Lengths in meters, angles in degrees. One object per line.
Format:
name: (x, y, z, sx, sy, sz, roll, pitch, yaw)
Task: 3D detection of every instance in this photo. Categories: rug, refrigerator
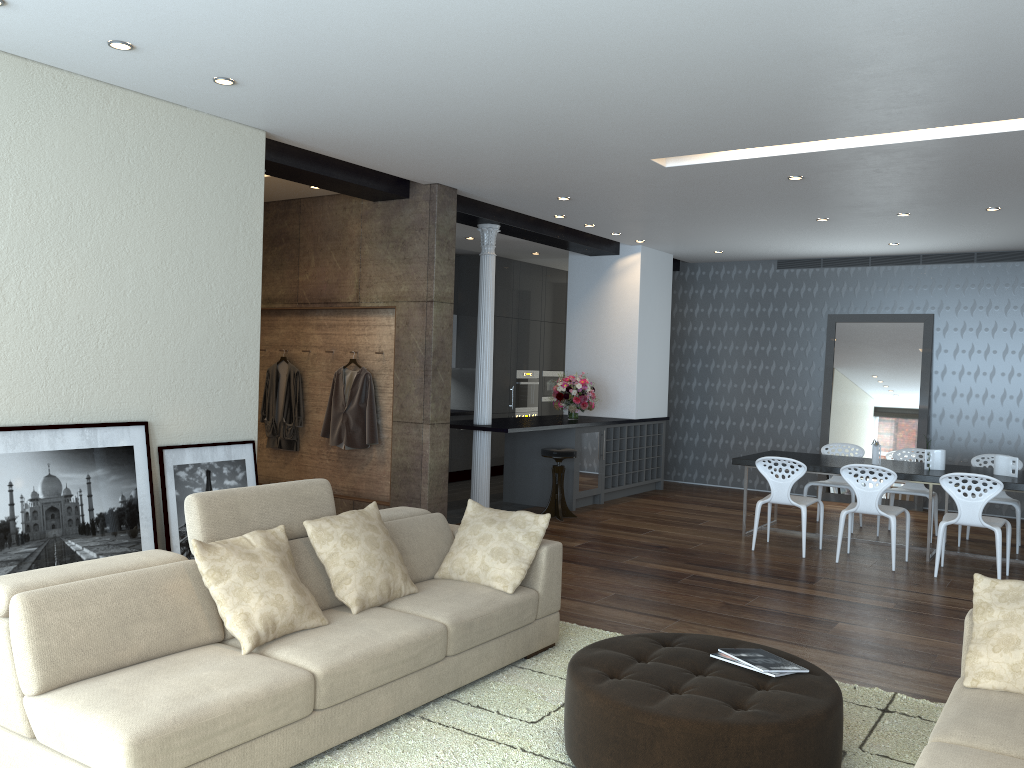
rug: (0.260, 1.473, 2.738, 2.972, 0.020, 4.231, 3, 1, 34)
refrigerator: (0.841, 0.845, 9.725, 0.075, 0.774, 0.578, 3, 2, 38)

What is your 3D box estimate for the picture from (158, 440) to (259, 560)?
picture: (-1.816, 0.862, 5.439, 0.195, 0.988, 0.700, 3, 1, 34)

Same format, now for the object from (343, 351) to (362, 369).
object: (-1.403, -0.179, 7.821, 0.430, 0.219, 0.010, 3, 1, 34)

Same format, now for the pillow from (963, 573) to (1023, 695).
pillow: (1.986, 0.944, 3.325, 0.518, 0.393, 0.395, 3, 1, 37)

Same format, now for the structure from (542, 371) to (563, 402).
structure: (0.400, 0.023, 13.437, 0.528, 0.452, 0.595, 3, 1, 34)

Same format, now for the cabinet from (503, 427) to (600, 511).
cabinet: (0.464, 0.887, 9.941, 0.900, 0.897, 0.642, 3, 1, 34)

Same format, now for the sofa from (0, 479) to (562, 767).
sofa: (-0.844, 0.945, 3.991, 1.021, 0.950, 2.581, 3, 1, 34)

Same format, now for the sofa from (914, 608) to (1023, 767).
sofa: (1.607, 1.060, 2.359, 1.021, 0.950, 2.581, 3, 1, 34)

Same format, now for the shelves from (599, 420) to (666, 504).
shelves: (1.112, 0.888, 10.916, 0.900, 0.897, 1.700, 3, 1, 34)

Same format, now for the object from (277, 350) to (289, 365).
object: (-2.147, -0.214, 8.330, 0.430, 0.219, 0.010, 3, 1, 34)

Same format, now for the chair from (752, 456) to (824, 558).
chair: (2.378, 1.028, 7.681, 0.495, 0.835, 0.581, 3, 1, 34)

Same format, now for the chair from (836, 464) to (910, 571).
chair: (2.959, 1.055, 7.288, 0.495, 0.835, 0.581, 3, 1, 34)

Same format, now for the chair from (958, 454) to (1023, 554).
chair: (4.459, 1.085, 8.223, 0.495, 0.835, 0.581, 3, 1, 34)

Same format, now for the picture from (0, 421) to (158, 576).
picture: (-2.368, 0.788, 4.580, 0.225, 1.140, 1.183, 3, 1, 34)

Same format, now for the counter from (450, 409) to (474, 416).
counter: (-1.743, 0.457, 10.477, 0.807, 0.223, 3.597, 3, 1, 34)

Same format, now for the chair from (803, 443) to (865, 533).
chair: (3.290, 1.030, 9.001, 0.495, 0.835, 0.581, 3, 1, 34)

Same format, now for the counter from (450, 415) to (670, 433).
counter: (0.574, 0.419, 10.074, 1.000, 0.040, 3.700, 3, 1, 34)

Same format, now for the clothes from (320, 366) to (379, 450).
clothes: (-1.433, 0.208, 7.822, 0.700, 0.735, 0.173, 3, 1, 32)

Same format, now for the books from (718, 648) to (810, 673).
books: (1.005, 1.108, 3.559, 0.220, 0.040, 0.301, 1, 1, -21)

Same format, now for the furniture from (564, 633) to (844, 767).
furniture: (0.736, 1.286, 3.481, 1.057, 0.355, 1.057, 3, 1, 36)

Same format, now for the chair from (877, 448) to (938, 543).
chair: (3.875, 1.057, 8.612, 0.495, 0.835, 0.581, 3, 1, 34)

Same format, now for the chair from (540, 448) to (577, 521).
chair: (2.762, 1.261, 6.545, 21.556, 0.952, 16.134, 3, 1, 34)

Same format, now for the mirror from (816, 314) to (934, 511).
mirror: (4.342, 0.302, 10.644, 1.200, 2.294, 0.240, 3, 1, 34)

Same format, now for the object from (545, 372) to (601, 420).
object: (0.699, 0.129, 10.064, 0.570, 0.552, 0.544, 3, 2, 40)

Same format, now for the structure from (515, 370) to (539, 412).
structure: (0.005, 0.093, 12.860, 0.591, 0.596, 0.595, 3, 1, 34)

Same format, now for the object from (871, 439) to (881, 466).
object: (3.305, 0.619, 8.068, 0.076, 0.233, 0.161, 2, 1, 15)

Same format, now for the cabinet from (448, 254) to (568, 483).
cabinet: (-0.656, -0.242, 12.043, 0.827, 2.980, 7.409, 3, 1, 34)

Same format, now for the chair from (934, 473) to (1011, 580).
chair: (3.568, 1.084, 6.873, 0.495, 0.835, 0.581, 3, 1, 34)

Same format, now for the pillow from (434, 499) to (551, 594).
pillow: (-0.092, 0.847, 4.709, 0.518, 0.393, 0.395, 3, 1, 30)

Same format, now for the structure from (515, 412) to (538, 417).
structure: (-0.014, 0.693, 12.872, 0.591, 0.596, 0.595, 3, 1, 34)

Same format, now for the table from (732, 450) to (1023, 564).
table: (3.785, 1.123, 7.826, 3.400, 0.733, 1.200, 3, 1, 34)

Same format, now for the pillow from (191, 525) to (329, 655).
pillow: (-1.046, 0.826, 3.680, 0.368, 0.416, 0.519, 3, 1, 29)

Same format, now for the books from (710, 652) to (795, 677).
books: (0.980, 1.115, 3.549, 0.219, 0.031, 0.300, 1, 2, -41)

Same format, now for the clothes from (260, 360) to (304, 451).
clothes: (-2.175, 0.199, 8.329, 0.569, 0.855, 0.141, 3, 1, 34)

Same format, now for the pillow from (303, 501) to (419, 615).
pillow: (-0.710, 0.816, 4.207, 0.301, 0.439, 0.534, 3, 1, 30)
